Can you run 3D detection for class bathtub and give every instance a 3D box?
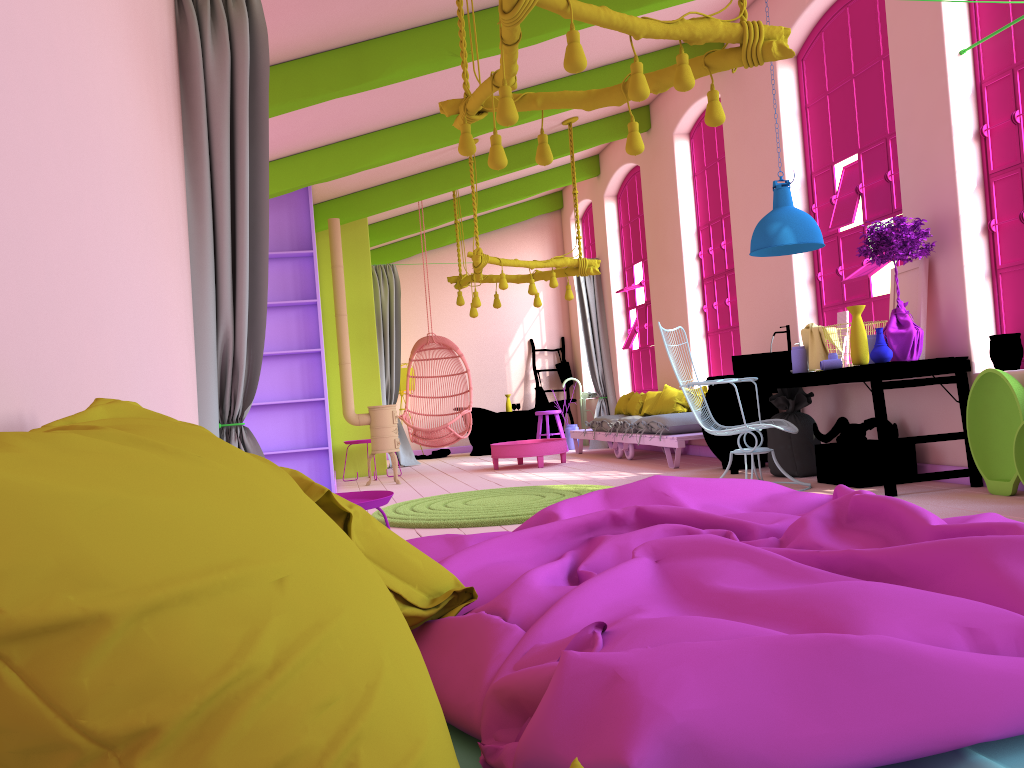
[{"bbox_3d":[0.080,0.652,13.419,1.889,0.740,0.826,-4,-1,-12],"label":"bathtub"}]

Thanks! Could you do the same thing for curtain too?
[{"bbox_3d":[-1.225,-0.464,3.848,0.518,2.785,0.525,-4,-1,-31],"label":"curtain"},{"bbox_3d":[-1.657,-0.277,12.023,0.518,2.785,0.525,-4,-1,-31],"label":"curtain"},{"bbox_3d":[1.220,-0.439,12.601,0.518,2.785,0.525,-5,-1,8],"label":"curtain"}]

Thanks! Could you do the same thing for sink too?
[{"bbox_3d":[2.019,-0.162,7.109,0.340,0.194,0.609,-4,-1,-12],"label":"sink"}]

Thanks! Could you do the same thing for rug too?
[{"bbox_3d":[-0.057,0.871,6.429,1.888,0.050,1.889,-4,-1,-24],"label":"rug"}]

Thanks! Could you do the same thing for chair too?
[{"bbox_3d":[0.505,0.673,12.376,0.472,0.593,0.446,-4,-1,-43],"label":"chair"},{"bbox_3d":[-0.975,-0.815,10.376,0.860,3.129,0.806,-5,-1,8],"label":"chair"},{"bbox_3d":[1.596,0.143,6.315,0.925,1.238,1.078,-5,-1,23],"label":"chair"}]

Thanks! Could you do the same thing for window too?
[{"bbox_3d":[1.350,-1.300,13.573,0.072,3.047,1.275,-4,-1,-12],"label":"window"},{"bbox_3d":[2.217,-1.455,9.298,0.072,3.047,1.275,-4,-1,-12],"label":"window"},{"bbox_3d":[1.731,-1.358,11.702,0.551,3.009,1.514,-4,-1,-12],"label":"window"},{"bbox_3d":[2.711,-1.534,6.888,0.492,3.003,1.498,-4,-1,-12],"label":"window"},{"bbox_3d":[3.087,-1.610,5.007,0.072,3.047,1.275,-4,-1,-12],"label":"window"}]

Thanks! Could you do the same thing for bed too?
[{"bbox_3d":[0.618,0.497,1.926,2.802,0.514,3.577,-4,-1,-12],"label":"bed"}]

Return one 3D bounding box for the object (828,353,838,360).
[{"bbox_3d":[2.271,-0.159,6.267,0.065,0.118,0.065,-5,-1,37],"label":"object"}]

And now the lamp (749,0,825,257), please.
[{"bbox_3d":[1.913,-1.966,6.438,0.529,2.002,0.528,-5,-1,20],"label":"lamp"}]

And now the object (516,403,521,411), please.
[{"bbox_3d":[0.098,0.377,13.397,0.069,0.170,0.069,-5,-1,8],"label":"object"}]

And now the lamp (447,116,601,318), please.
[{"bbox_3d":[-0.151,-1.902,10.172,1.610,2.264,1.776,-4,-1,-30],"label":"lamp"}]

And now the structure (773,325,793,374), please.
[{"bbox_3d":[2.188,-0.273,7.171,0.166,0.396,0.087,-5,-1,-2],"label":"structure"}]

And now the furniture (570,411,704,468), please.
[{"bbox_3d":[1.511,0.590,10.193,0.907,0.507,3.777,-4,-1,-12],"label":"furniture"}]

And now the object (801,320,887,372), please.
[{"bbox_3d":[2.387,-0.285,6.499,0.444,0.369,0.633,-4,-1,-12],"label":"object"}]

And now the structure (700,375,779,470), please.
[{"bbox_3d":[2.054,0.335,7.982,0.718,0.844,0.718,-4,-1,-44],"label":"structure"}]

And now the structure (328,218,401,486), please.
[{"bbox_3d":[-1.524,-0.340,9.397,0.577,2.814,0.403,-5,0,6],"label":"structure"}]

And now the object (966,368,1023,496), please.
[{"bbox_3d":[2.873,0.267,5.110,0.218,0.733,0.451,-4,-1,-12],"label":"object"}]

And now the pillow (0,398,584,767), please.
[{"bbox_3d":[-0.408,0.406,1.458,0.848,0.822,2.618,-4,-1,-22],"label":"pillow"}]

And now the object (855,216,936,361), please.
[{"bbox_3d":[2.492,-0.612,5.744,0.503,0.950,0.441,-5,-1,38],"label":"object"}]

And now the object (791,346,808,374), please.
[{"bbox_3d":[2.148,-0.181,6.629,0.109,0.197,0.109,-4,-1,-19],"label":"object"}]

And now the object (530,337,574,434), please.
[{"bbox_3d":[0.668,0.119,14.300,0.603,1.764,0.410,-4,-1,-12],"label":"object"}]

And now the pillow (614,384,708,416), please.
[{"bbox_3d":[1.630,0.217,10.310,0.578,0.399,1.998,-4,-1,-12],"label":"pillow"}]

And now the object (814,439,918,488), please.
[{"bbox_3d":[2.461,0.549,6.190,0.446,0.277,0.522,-4,-1,-12],"label":"object"}]

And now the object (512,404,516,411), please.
[{"bbox_3d":[0.033,0.379,13.218,0.069,0.170,0.069,-5,-1,8],"label":"object"}]

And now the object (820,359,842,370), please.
[{"bbox_3d":[2.226,-0.133,6.190,0.137,0.076,0.076,-5,-1,8],"label":"object"}]

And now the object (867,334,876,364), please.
[{"bbox_3d":[2.384,-0.225,5.839,0.109,0.197,0.109,-5,-1,26],"label":"object"}]

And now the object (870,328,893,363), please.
[{"bbox_3d":[2.307,-0.241,5.550,0.132,0.219,0.132,-5,-1,5],"label":"object"}]

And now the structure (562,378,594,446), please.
[{"bbox_3d":[1.048,0.424,13.601,0.452,1.061,0.254,-5,-1,32],"label":"structure"}]

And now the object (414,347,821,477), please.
[{"bbox_3d":[0.335,0.153,10.439,2.826,1.580,7.867,-4,-1,-11],"label":"object"}]

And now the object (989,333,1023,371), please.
[{"bbox_3d":[3.001,-0.192,5.383,0.182,0.222,0.182,-4,-1,-34],"label":"object"}]

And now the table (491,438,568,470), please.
[{"bbox_3d":[0.200,0.805,10.214,0.885,0.285,0.885,-5,-1,14],"label":"table"}]

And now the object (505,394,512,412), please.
[{"bbox_3d":[-0.051,0.316,13.370,0.097,0.321,0.097,-5,-1,0],"label":"object"}]

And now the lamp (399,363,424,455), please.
[{"bbox_3d":[-1.701,0.417,13.705,0.491,1.466,0.476,-5,-1,18],"label":"lamp"}]

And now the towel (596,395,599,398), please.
[{"bbox_3d":[1.403,0.145,13.260,0.262,0.102,0.247,-4,-1,-16],"label":"towel"}]

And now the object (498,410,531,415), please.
[{"bbox_3d":[0.031,0.444,13.415,0.360,0.068,1.324,-4,-1,-12],"label":"object"}]

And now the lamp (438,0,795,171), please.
[{"bbox_3d":[0.209,-2.240,4.596,1.610,2.264,1.776,-4,-1,-30],"label":"lamp"}]

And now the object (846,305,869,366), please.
[{"bbox_3d":[2.242,-0.313,5.741,0.116,0.383,0.116,-4,-1,-38],"label":"object"}]

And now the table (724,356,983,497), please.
[{"bbox_3d":[2.353,0.292,6.503,0.655,0.820,2.193,-4,-1,-12],"label":"table"}]

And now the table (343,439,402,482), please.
[{"bbox_3d":[-1.620,0.862,10.204,0.596,0.458,0.596,-5,-1,26],"label":"table"}]

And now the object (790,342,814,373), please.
[{"bbox_3d":[2.267,-0.209,6.922,0.165,0.250,0.410,-5,-1,24],"label":"object"}]

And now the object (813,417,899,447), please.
[{"bbox_3d":[2.457,0.459,6.340,0.300,0.448,0.672,-4,-1,-36],"label":"object"}]

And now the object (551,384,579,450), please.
[{"bbox_3d":[0.812,0.455,12.793,0.451,0.987,0.277,-5,-1,33],"label":"object"}]

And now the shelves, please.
[{"bbox_3d":[-2.728,-0.396,8.399,1.841,3.104,0.384,-4,-1,-12],"label":"shelves"}]

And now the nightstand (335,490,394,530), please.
[{"bbox_3d":[-0.712,0.650,3.228,0.596,0.458,0.596,-5,-1,26],"label":"nightstand"}]

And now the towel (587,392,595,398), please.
[{"bbox_3d":[1.298,0.164,13.786,0.262,0.102,0.247,-4,-1,-11],"label":"towel"}]

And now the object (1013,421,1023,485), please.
[{"bbox_3d":[2.877,0.395,4.773,0.137,0.462,0.284,-4,-1,-27],"label":"object"}]

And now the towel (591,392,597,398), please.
[{"bbox_3d":[1.351,0.154,13.524,0.247,0.102,0.262,-4,-1,-21],"label":"towel"}]
